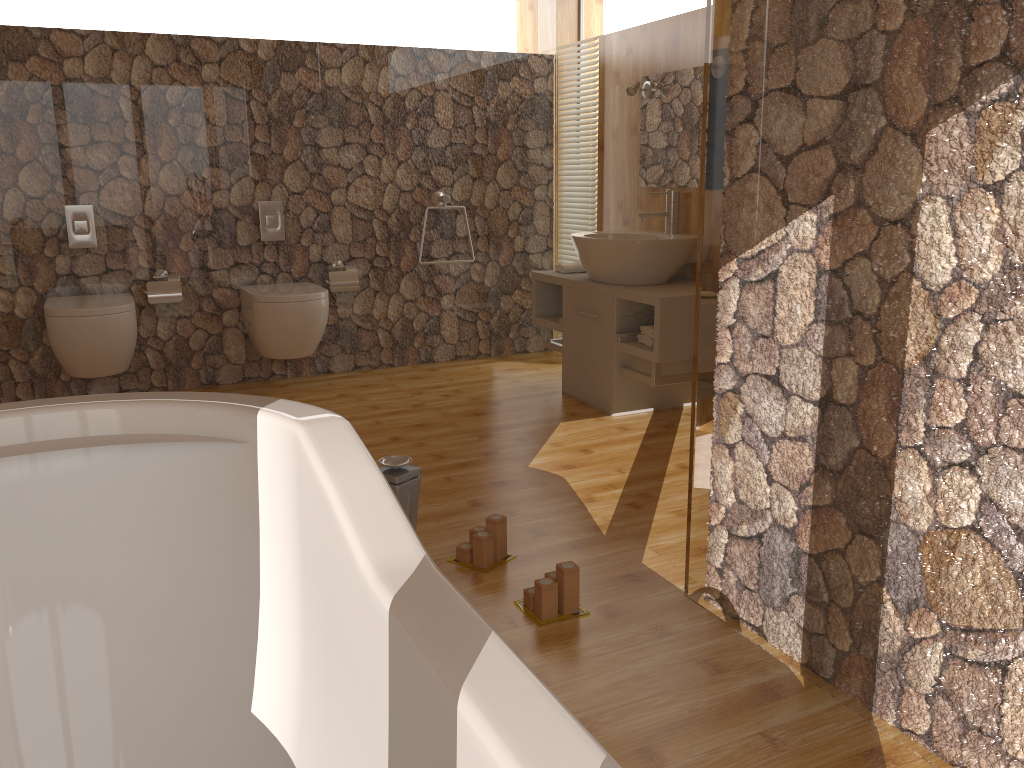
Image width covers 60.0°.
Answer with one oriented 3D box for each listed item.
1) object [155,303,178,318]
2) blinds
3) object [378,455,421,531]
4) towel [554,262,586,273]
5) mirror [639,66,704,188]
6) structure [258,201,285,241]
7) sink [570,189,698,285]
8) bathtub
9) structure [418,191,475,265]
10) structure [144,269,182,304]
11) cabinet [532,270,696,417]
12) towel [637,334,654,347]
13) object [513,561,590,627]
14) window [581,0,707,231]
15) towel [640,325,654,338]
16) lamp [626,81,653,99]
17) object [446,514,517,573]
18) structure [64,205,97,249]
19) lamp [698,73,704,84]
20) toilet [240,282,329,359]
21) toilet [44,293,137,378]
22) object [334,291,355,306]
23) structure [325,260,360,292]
[{"bbox_3d":[-1.681,-0.400,4.302,0.098,0.151,0.090,-7,15,-25],"label":"object"},{"bbox_3d":[0.372,-1.238,4.973,0.042,2.178,0.420,-7,15,-25],"label":"blinds"},{"bbox_3d":[-0.239,0.390,1.890,0.080,0.478,0.080,9,16,35],"label":"object"},{"bbox_3d":[0.343,-0.594,4.486,0.225,0.048,0.140,-5,14,-19],"label":"towel"},{"bbox_3d":[0.785,-1.170,4.071,0.005,0.523,0.698,-7,15,-25],"label":"mirror"},{"bbox_3d":[-1.228,-0.833,4.530,0.120,0.200,0.010,-7,15,-25],"label":"structure"},{"bbox_3d":[0.552,-0.683,4.069,0.533,0.409,0.634,-7,15,-25],"label":"sink"},{"bbox_3d":[-0.432,0.441,0.752,0.977,0.900,1.946,-6,14,-22],"label":"bathtub"},{"bbox_3d":[-0.378,-0.860,4.873,0.332,0.387,0.133,-7,15,-25],"label":"structure"},{"bbox_3d":[-1.697,-0.475,4.303,0.170,0.151,0.154,-7,15,-25],"label":"structure"},{"bbox_3d":[0.562,-0.206,4.186,0.517,0.570,1.136,-7,15,-25],"label":"cabinet"},{"bbox_3d":[0.667,-0.200,3.799,0.225,0.048,0.140,-5,14,-19],"label":"towel"},{"bbox_3d":[0.097,0.495,2.188,0.141,0.131,0.141,-7,15,-25],"label":"object"},{"bbox_3d":[1.265,-0.883,3.474,0.010,2.164,3.964,-7,15,-25],"label":"window"},{"bbox_3d":[0.678,-0.235,3.787,0.225,0.048,0.140,-5,14,-19],"label":"towel"},{"bbox_3d":[0.603,-1.410,4.247,0.124,0.080,0.080,-7,15,-25],"label":"lamp"},{"bbox_3d":[-0.086,0.428,2.478,0.141,0.131,0.141,9,16,35],"label":"object"},{"bbox_3d":[-2.023,-0.739,4.163,0.120,0.200,0.010,-7,15,-25],"label":"structure"},{"bbox_3d":[0.845,-1.297,3.754,0.124,0.080,0.080,-7,15,-25],"label":"lamp"},{"bbox_3d":[-1.116,-0.305,4.424,0.371,0.337,0.507,-7,15,-25],"label":"toilet"},{"bbox_3d":[-1.912,-0.210,4.056,0.371,0.337,0.507,-7,15,-25],"label":"toilet"},{"bbox_3d":[-0.888,-0.494,4.669,0.098,0.151,0.090,-7,15,-25],"label":"object"},{"bbox_3d":[-0.905,-0.569,4.670,0.170,0.151,0.154,-7,15,-25],"label":"structure"}]
